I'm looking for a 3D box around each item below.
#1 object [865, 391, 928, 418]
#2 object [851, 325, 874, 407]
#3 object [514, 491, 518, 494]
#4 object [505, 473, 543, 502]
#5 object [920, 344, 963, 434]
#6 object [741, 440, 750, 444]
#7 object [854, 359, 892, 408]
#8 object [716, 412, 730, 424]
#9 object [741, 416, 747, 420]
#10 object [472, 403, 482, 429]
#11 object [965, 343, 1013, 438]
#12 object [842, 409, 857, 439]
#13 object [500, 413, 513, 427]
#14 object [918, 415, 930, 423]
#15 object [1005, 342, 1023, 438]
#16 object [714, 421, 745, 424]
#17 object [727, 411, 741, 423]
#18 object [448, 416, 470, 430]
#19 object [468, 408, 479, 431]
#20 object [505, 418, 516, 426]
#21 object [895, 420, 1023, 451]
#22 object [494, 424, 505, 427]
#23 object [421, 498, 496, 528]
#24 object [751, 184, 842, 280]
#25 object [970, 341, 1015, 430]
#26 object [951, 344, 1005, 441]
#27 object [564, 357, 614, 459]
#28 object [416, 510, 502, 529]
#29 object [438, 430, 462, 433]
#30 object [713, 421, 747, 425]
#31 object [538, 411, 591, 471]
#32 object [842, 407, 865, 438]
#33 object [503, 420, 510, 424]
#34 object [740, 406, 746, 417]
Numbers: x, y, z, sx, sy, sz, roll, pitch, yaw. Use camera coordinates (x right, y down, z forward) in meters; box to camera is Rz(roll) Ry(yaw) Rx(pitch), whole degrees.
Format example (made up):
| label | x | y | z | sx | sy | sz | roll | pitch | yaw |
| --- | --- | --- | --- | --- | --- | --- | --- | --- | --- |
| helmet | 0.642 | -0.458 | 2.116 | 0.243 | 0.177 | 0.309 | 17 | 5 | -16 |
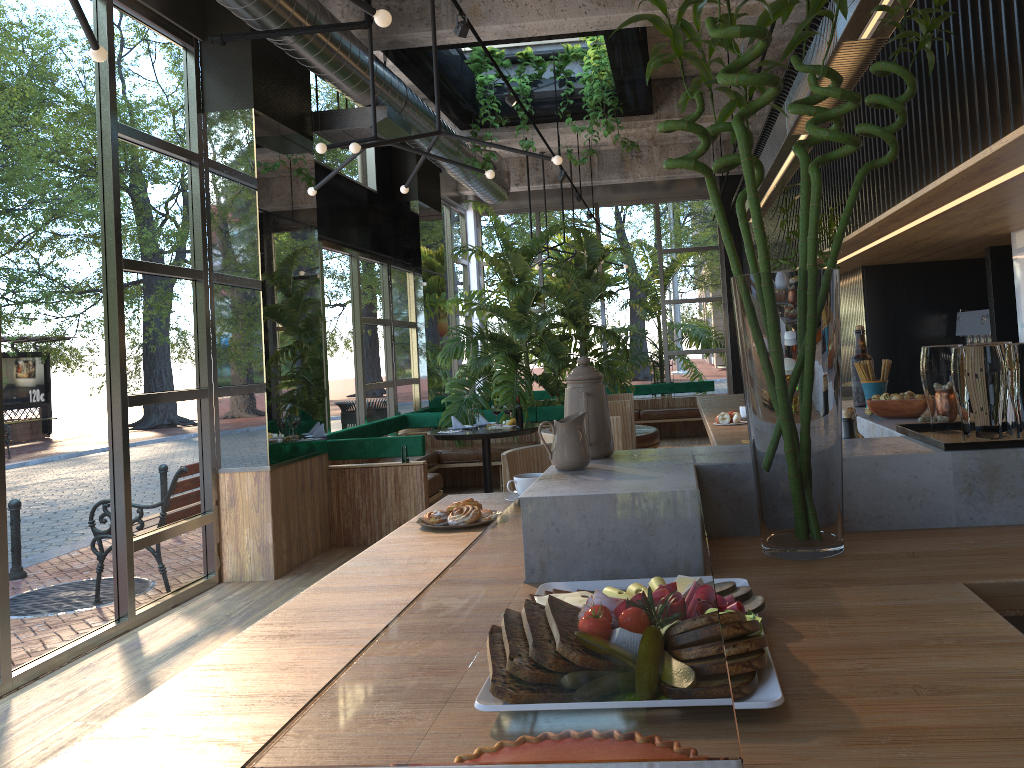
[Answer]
| label | x | y | z | sx | sy | sz | roll | pitch | yaw |
| --- | --- | --- | --- | --- | --- | --- | --- | --- | --- |
| object | 1.123 | 0.057 | 2.591 | 0.187 | 0.073 | 0.234 | -3 | 2 | 28 |
| object | 1.190 | -0.062 | 3.017 | 0.071 | 0.277 | 0.078 | -5 | -3 | 44 |
| object | 0.023 | 0.301 | 2.474 | 0.030 | 0.027 | 0.132 | -3 | 2 | -12 |
| object | -0.061 | 0.291 | 2.280 | 0.173 | 0.073 | 0.436 | -2 | 2 | 43 |
| object | 1.031 | 0.013 | 2.113 | 0.110 | 0.209 | 0.100 | -2 | -2 | -37 |
| object | 0.857 | 0.220 | 3.175 | 0.092 | 0.041 | 0.148 | -2 | 2 | 42 |
| object | 1.158 | 0.003 | 2.848 | 0.103 | 0.162 | 0.108 | -4 | -1 | 43 |
| object | 1.016 | 0.162 | 4.279 | 0.061 | 0.059 | 0.074 | -3 | 0 | -1 |
| object | 1.196 | 0.168 | 4.466 | 0.160 | 0.020 | 0.161 | -3 | 2 | 5 |
| object | -0.335 | 0.310 | 8.490 | 0.094 | 0.245 | 0.091 | -3 | -2 | -9 |
| object | 1.071 | 0.014 | 1.988 | 0.100 | 0.209 | 0.110 | -5 | -2 | 43 |
| object | 0.859 | 0.166 | 2.220 | 0.067 | 0.215 | 0.171 | -5 | -1 | 34 |
| object | -0.055 | 0.337 | 8.438 | 0.142 | 0.124 | 0.098 | -3 | -1 | -12 |
| object | 1.143 | 0.046 | 2.379 | 0.161 | 0.107 | 0.086 | -4 | 0 | -36 |
| object | 1.096 | 0.017 | 1.864 | 0.110 | 0.209 | 0.100 | -2 | -2 | -37 |
| object | 1.054 | 0.187 | 4.282 | 0.126 | 0.005 | 0.116 | -5 | 3 | -43 |
| object | 1.070 | 0.159 | 4.290 | 0.072 | 0.060 | 0.126 | -3 | 1 | -22 |
| object | -0.507 | 0.376 | 8.605 | 0.237 | 0.139 | 0.229 | -4 | 1 | -8 |
| object | -0.358 | 0.336 | 8.321 | 0.100 | 0.209 | 0.110 | -5 | -2 | 43 |
| object | -0.009 | 0.361 | 8.525 | 0.098 | 0.064 | 0.164 | -4 | 1 | -20 |
| object | 1.050 | 0.111 | 1.991 | 0.270 | 0.019 | 0.442 | -3 | 2 | 9 |
| object | -0.110 | 0.392 | 8.534 | 0.100 | 0.013 | 0.225 | -3 | 2 | 14 |
| object | -0.124 | 0.310 | 2.141 | 0.161 | 0.052 | 0.155 | -5 | 2 | -37 |
| object | 1.899 | -0.684 | 5.732 | 0.613 | 1.551 | 0.640 | -2 | -2 | -43 |
| object | 1.146 | 0.006 | 2.111 | 0.110 | 0.209 | 0.100 | -2 | -2 | -37 |
| object | 0.992 | 0.023 | 1.885 | 0.110 | 0.209 | 0.100 | -2 | -2 | -37 |
| object | 0.170 | 0.053 | 2.072 | 0.122 | 0.234 | 0.207 | -3 | -1 | -23 |
| object | -0.126 | 0.329 | 2.148 | 0.196 | 0.013 | 0.216 | -2 | 3 | 44 |
| object | -0.562 | 0.443 | 8.348 | 0.252 | 0.019 | 0.159 | -3 | 2 | 7 |
| object | 1.056 | 0.189 | 4.286 | 0.162 | 0.005 | 0.172 | -3 | 2 | 20 |
| object | 0.116 | 0.120 | 1.873 | 0.097 | 0.119 | 0.089 | -4 | -1 | 17 |
| object | 0.881 | 0.165 | 2.291 | 0.073 | 0.210 | 0.068 | -2 | -2 | -25 |
| object | -0.018 | 0.371 | 8.629 | 0.192 | 0.038 | 0.064 | -2 | 2 | 42 |
| object | 1.215 | 0.138 | 4.464 | 0.135 | 0.064 | 0.109 | -4 | 1 | -13 |
